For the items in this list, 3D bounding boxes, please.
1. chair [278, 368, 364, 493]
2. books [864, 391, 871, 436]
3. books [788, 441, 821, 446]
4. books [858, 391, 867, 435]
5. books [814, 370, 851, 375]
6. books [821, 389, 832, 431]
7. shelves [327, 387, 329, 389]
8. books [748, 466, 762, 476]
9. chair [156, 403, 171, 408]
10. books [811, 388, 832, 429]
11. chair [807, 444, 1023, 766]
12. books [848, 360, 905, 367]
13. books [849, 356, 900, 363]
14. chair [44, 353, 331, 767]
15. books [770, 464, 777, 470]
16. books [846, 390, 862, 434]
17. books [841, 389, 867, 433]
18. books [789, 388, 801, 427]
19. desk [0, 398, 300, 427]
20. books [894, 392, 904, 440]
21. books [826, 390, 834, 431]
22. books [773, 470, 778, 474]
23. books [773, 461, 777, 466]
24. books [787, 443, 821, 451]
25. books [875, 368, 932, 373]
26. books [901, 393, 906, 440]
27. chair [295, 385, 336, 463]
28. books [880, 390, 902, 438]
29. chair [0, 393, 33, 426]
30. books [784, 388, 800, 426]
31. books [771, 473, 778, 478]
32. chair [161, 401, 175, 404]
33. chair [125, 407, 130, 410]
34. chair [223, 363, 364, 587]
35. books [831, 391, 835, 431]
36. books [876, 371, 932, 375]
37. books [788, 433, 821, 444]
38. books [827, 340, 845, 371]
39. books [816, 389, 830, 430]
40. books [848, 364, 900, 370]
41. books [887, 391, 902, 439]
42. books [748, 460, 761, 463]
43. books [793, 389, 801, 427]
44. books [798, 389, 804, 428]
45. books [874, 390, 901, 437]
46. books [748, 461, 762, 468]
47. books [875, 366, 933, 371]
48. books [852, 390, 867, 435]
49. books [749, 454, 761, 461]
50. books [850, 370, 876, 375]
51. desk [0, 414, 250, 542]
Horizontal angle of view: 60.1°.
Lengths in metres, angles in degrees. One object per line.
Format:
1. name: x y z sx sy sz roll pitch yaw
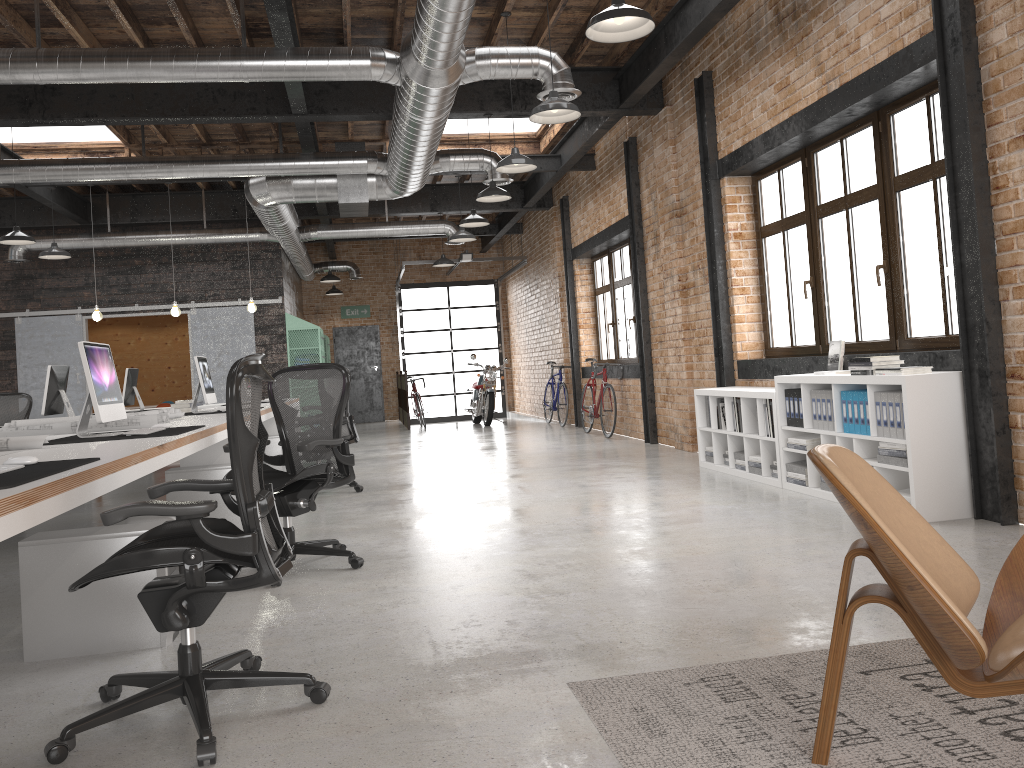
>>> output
1. chair: -1.713 0.415 7.744 0.792 1.087 0.769 -4 -1 -1
2. books: 2.222 0.168 5.264 0.232 0.261 0.062 -4 -2 -10
3. books: 2.060 0.392 6.102 0.219 0.034 0.259 -4 1 -10
4. books: 2.211 0.168 5.328 0.232 0.261 0.062 -4 -2 -10
5. books: 2.146 -0.076 5.860 0.174 0.021 0.273 -4 1 -10
6. books: 2.146 0.163 5.785 0.232 0.261 0.062 -4 -2 -10
7. shelves: -3.552 0.488 16.133 0.567 0.856 0.984 -4 0 -10
8. books: 1.965 0.649 6.768 0.217 0.072 0.289 -4 1 -10
9. chair: -5.789 0.704 14.948 0.618 0.779 0.580 -4 -1 -15
10. books: 2.125 0.162 5.911 0.232 0.261 0.062 -4 -2 -10
11. chair: 1.188 0.499 1.953 0.857 0.753 0.865 -4 0 -33
12. books: 2.193 -0.124 5.336 0.212 0.023 0.258 -4 1 -10
13. books: 2.186 -0.149 5.345 0.191 0.028 0.239 -4 1 -8
14. chair: -0.986 0.464 2.668 0.793 1.087 0.769 -3 -1 -26
15. books: 2.050 0.600 6.469 0.222 0.055 0.282 -4 1 -9
16. books: 2.189 0.167 5.455 0.232 0.261 0.062 -4 -2 -10
17. books: 2.179 0.166 5.518 0.232 0.261 0.062 -4 -2 -10
18. books: 2.068 0.160 6.203 0.232 0.261 0.062 -4 -2 -10
19. desk: -3.507 0.668 9.038 2.313 0.770 5.105 -4 1 -10
20. books: 2.273 0.170 4.969 0.232 0.261 0.062 -4 -2 -10
21. books: 2.157 0.164 5.721 0.232 0.261 0.062 -4 -2 -10
22. books: 2.030 0.630 6.452 0.164 0.047 0.239 -4 1 -9
23. books: 2.048 0.568 6.445 0.199 0.055 0.239 -4 1 -9
24. books: 2.057 0.419 6.109 0.207 0.061 0.274 -4 1 -10
25. books: 2.236 -0.076 5.069 0.187 0.014 0.248 -4 1 -12
26. books: 2.284 0.171 4.905 0.232 0.261 0.062 -4 -2 -10
27. chair: -2.302 0.402 10.465 0.793 1.087 0.769 -3 -1 -31
28. books: 2.251 0.169 5.097 0.232 0.261 0.062 -4 -2 -10
29. chair: -5.637 0.634 10.038 0.791 1.087 0.771 -4 -1 29
30. books: 2.057 0.160 6.266 0.232 0.261 0.062 -4 -2 -10
31. books: 2.037 0.659 6.466 0.184 0.050 0.261 -4 1 -9
32. chair: -6.573 0.720 16.818 0.618 0.779 0.580 -4 -1 -15
33. chair: -6.483 0.752 14.827 0.618 0.779 0.580 -4 -1 -15
34. chair: -1.180 0.438 4.716 0.770 1.087 0.792 -4 -1 14
35. books: 2.168 0.164 5.657 0.232 0.261 0.062 -4 -2 -10
36. books: 2.237 -0.062 5.064 0.187 0.014 0.252 -4 1 -10
37. books: 2.059 0.374 6.098 0.214 0.046 0.251 -4 1 -10
38. books: 2.276 -0.193 6.222 0.065 0.224 0.160 -4 -1 -10
39. books: 2.135 0.163 5.848 0.232 0.261 0.062 -4 -2 -10
40. books: 2.185 -0.101 5.342 0.191 0.023 0.241 -4 1 -12
41. books: 2.262 0.170 5.033 0.232 0.261 0.062 -4 -2 -10
42. books: 1.959 0.572 6.755 0.219 0.039 0.260 -4 1 -10
43. books: 2.079 0.161 6.139 0.232 0.261 0.062 -4 -2 -10
44. books: 2.090 0.161 6.076 0.232 0.261 0.062 -4 -2 -10
45. books: 2.240 0.169 5.159 0.232 0.261 0.062 -4 -2 -10
46. books: 1.957 0.598 6.761 0.207 0.067 0.275 -4 1 -10
47. books: 2.242 -0.089 5.068 0.202 0.012 0.251 -4 1 -8
48. books: 2.200 0.167 5.392 0.232 0.261 0.062 -4 -2 -10
49. books: 1.958 0.554 6.752 0.214 0.052 0.252 -4 1 -10
50. books: 2.194 -0.074 5.334 0.191 0.032 0.258 -4 1 -8
51. desk: -2.644 0.708 3.997 2.313 0.770 5.105 -4 1 -10
